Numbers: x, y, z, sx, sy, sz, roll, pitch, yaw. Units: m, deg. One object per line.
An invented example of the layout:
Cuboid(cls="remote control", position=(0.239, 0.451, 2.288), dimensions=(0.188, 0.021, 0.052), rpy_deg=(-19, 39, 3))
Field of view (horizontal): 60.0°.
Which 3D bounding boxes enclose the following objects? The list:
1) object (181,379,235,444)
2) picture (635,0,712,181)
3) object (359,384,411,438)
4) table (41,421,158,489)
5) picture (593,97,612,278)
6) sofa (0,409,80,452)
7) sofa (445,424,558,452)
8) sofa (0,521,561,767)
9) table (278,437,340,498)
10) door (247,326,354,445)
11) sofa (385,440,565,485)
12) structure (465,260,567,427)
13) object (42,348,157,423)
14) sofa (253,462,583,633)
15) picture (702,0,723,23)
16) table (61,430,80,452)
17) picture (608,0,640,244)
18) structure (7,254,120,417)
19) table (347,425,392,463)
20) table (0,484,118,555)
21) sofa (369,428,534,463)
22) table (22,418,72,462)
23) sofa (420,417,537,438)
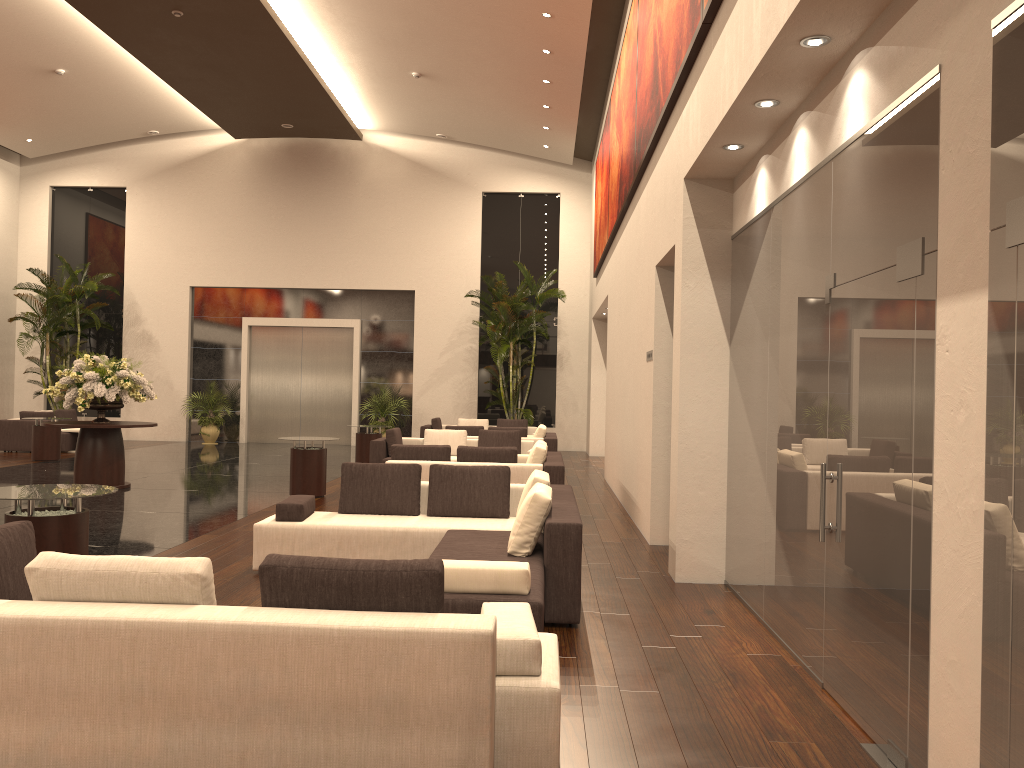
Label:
Cuboid(cls="object", position=(-7.576, 0.670, 22.336), dimensions=(1.297, 1.682, 1.373), rpy_deg=(1, 0, 35))
Cuboid(cls="picture", position=(1.437, -3.693, 8.293), dimensions=(0.070, 2.526, 4.515), rpy_deg=(1, 0, 2))
Cuboid(cls="object", position=(-3.249, 0.764, 22.123), dimensions=(1.297, 1.682, 1.373), rpy_deg=(1, -1, 40))
Cuboid(cls="table", position=(-5.892, 1.017, 12.683), dimensions=(1.498, 0.921, 1.498), rpy_deg=(1, 0, -7))
Cuboid(cls="picture", position=(1.772, -3.622, 17.326), dimensions=(0.070, 2.526, 4.515), rpy_deg=(1, 0, 2))
Cuboid(cls="sofa", position=(-9.956, 1.008, 19.773), dimensions=(1.291, 0.862, 2.846), rpy_deg=(1, 0, 2))
Cuboid(cls="sofa", position=(-0.422, 1.202, 17.398), dimensions=(2.586, 0.862, 3.366), rpy_deg=(1, 0, 2))
Cuboid(cls="sofa", position=(-1.216, 1.088, 3.785), dimensions=(2.846, 0.862, 1.291), rpy_deg=(1, 0, 2))
Cuboid(cls="table", position=(-2.794, 1.144, 12.166), dimensions=(0.833, 0.795, 0.844), rpy_deg=(2, -1, -37))
Cuboid(cls="door", position=(-5.483, 0.035, 23.083), dimensions=(2.767, 3.048, 0.040), rpy_deg=(1, 0, 2))
Cuboid(cls="sofa", position=(-0.632, 1.157, 11.729), dimensions=(2.586, 0.862, 3.366), rpy_deg=(1, 0, 2))
Cuboid(cls="structure", position=(0.103, -0.631, 21.503), dimensions=(2.436, 4.611, 2.531), rpy_deg=(1, 0, -26))
Cuboid(cls="object", position=(-5.843, 0.010, 12.688), dimensions=(1.453, 1.097, 1.402), rpy_deg=(2, -1, -42))
Cuboid(cls="sofa", position=(-0.812, 1.115, 6.382), dimensions=(2.586, 0.862, 3.366), rpy_deg=(1, 0, 2))
Cuboid(cls="picture", position=(1.233, -3.737, 2.785), dimensions=(0.070, 2.526, 6.485), rpy_deg=(1, 0, 2))
Cuboid(cls="table", position=(-9.332, 1.219, 18.964), dimensions=(0.400, 0.460, 0.400), rpy_deg=(1, 0, 2))
Cuboid(cls="picture", position=(1.605, -3.658, 12.808), dimensions=(0.070, 2.526, 4.515), rpy_deg=(1, 0, 2))
Cuboid(cls="structure", position=(-11.109, -0.874, 22.063), dimensions=(2.436, 4.611, 2.531), rpy_deg=(1, 0, -26))
Cuboid(cls="table", position=(-2.662, 1.178, 16.486), dimensions=(0.833, 0.795, 0.844), rpy_deg=(2, -1, -37))
Cuboid(cls="table", position=(-3.030, 1.094, 5.779), dimensions=(0.833, 0.795, 0.844), rpy_deg=(1, -1, 41))
Cuboid(cls="sofa", position=(-0.824, 1.171, 14.356), dimensions=(2.846, 0.862, 1.291), rpy_deg=(1, 0, 2))
Cuboid(cls="table", position=(-8.772, 1.045, 16.714), dimensions=(0.833, 0.795, 0.844), rpy_deg=(2, -1, -37))
Cuboid(cls="sofa", position=(-0.614, 1.216, 20.025), dimensions=(2.846, 0.862, 1.291), rpy_deg=(1, 0, 2))
